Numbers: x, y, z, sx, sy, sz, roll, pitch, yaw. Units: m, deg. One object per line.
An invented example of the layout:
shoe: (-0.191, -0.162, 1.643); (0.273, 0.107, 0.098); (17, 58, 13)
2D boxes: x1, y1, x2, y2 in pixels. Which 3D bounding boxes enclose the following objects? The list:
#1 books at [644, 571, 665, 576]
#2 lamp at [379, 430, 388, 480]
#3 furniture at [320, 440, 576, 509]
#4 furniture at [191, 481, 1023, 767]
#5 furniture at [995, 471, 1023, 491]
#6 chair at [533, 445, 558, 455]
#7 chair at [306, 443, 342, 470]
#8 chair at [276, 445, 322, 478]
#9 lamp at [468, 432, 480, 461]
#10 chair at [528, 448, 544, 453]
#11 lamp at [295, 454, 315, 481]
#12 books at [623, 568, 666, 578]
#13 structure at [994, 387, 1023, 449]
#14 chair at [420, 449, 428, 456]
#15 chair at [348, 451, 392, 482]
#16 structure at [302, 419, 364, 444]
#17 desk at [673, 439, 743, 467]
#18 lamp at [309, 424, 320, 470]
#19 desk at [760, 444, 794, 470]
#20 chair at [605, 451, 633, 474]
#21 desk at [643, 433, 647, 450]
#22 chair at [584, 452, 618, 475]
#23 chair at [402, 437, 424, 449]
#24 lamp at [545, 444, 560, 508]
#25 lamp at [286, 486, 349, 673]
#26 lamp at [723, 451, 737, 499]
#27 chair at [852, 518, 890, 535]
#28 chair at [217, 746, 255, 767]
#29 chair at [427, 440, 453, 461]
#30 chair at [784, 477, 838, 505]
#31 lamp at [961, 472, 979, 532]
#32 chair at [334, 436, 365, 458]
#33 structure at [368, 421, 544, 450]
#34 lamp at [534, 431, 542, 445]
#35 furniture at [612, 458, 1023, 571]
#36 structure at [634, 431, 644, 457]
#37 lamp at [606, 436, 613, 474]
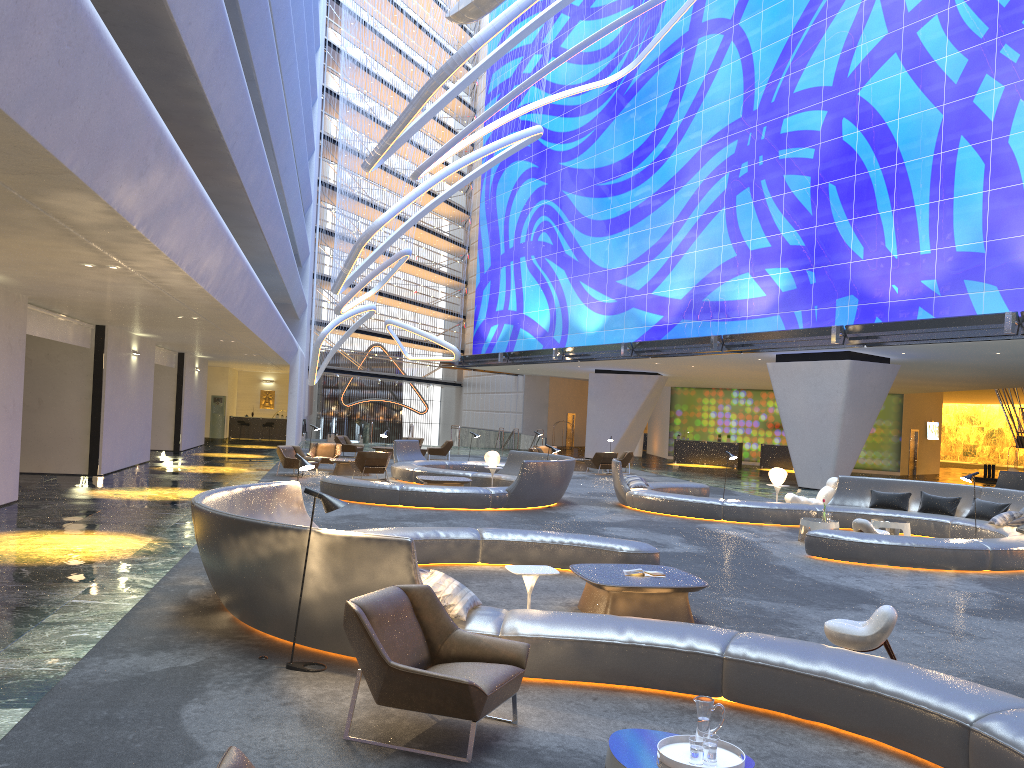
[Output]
books: (1.385, 1.839, 8.599); (0.133, 0.012, 0.189); (4, -2, -21)
lamp: (-3.297, 1.841, 22.884); (0.202, 1.300, 0.384); (3, 0, 5)
furniture: (-1.006, 2.049, 21.582); (5.184, 0.969, 9.933); (3, -2, 6)
furniture: (0.162, 1.600, 6.484); (5.187, 0.969, 9.927); (3, -2, -15)
furniture: (17.435, 3.126, 26.131); (9.924, 0.969, 5.189); (3, -2, 6)
chair: (1.228, 2.660, 32.487); (0.929, 0.766, 0.939); (3, -1, -5)
chair: (-5.378, 2.092, 25.435); (0.929, 0.766, 0.939); (3, -1, -5)
chair: (-5.540, 1.999, 22.904); (0.938, 0.766, 0.930); (2, -1, 22)
lamp: (-1.158, 2.062, 26.255); (0.384, 1.300, 0.202); (3, 0, 6)
chair: (1.066, 2.567, 29.956); (0.938, 0.766, 0.930); (2, -1, 22)
lamp: (-2.452, 1.459, 10.220); (0.384, 1.300, 0.202); (3, 0, 38)
books: (1.286, 1.829, 8.619); (0.395, 0.039, 0.301); (3, -2, 3)
structure: (27.240, 1.484, 31.170); (11.986, 6.246, 16.491); (3, -2, -11)
chair: (-3.614, 2.381, 31.425); (0.929, 0.766, 0.940); (2, -1, 40)
chair: (-3.602, 2.086, 22.594); (0.930, 0.766, 0.938); (3, -1, -28)
structure: (-11.078, 6.186, 54.059); (3.017, 8.237, 19.830); (3, -2, -11)
desk: (9.004, 3.165, 40.758); (2.975, 1.097, 0.814); (2, -1, 27)
lamp: (-5.709, 1.805, 25.424); (0.384, 1.300, 0.202); (3, 0, 6)
desk: (12.828, 3.336, 40.112); (2.975, 1.097, 0.814); (2, -1, 25)
chair: (3.738, 2.743, 31.199); (0.939, 0.766, 0.930); (3, -1, -3)
desk: (8.097, 3.656, 56.750); (2.975, 1.097, 0.814); (2, -1, 27)
chair: (3.004, 2.654, 29.646); (0.930, 0.766, 0.938); (3, -1, -28)
chair: (-3.946, 2.463, 34.357); (0.929, 0.766, 0.939); (3, -1, 16)
lamp: (0.783, 1.890, 18.237); (0.384, 1.300, 0.202); (3, 0, 6)
lamp: (-1.381, 1.382, 6.306); (0.384, 1.300, 0.202); (3, 0, -12)
lamp: (4.807, 2.141, 19.679); (0.202, 1.300, 0.384); (3, 0, -36)
chair: (6.097, 2.436, 14.575); (0.585, 0.501, 1.786); (2, -2, 43)
chair: (-0.416, 1.584, 2.862); (0.929, 0.766, 0.940); (2, -1, 38)
chair: (-2.707, 2.485, 33.168); (0.939, 0.766, 0.929); (3, -1, -9)
chair: (6.416, 2.402, 18.760); (1.157, 0.882, 0.729); (3, -1, 8)
lamp: (7.822, 2.140, 15.132); (0.384, 1.300, 0.202); (3, 0, -18)
chair: (-5.961, 2.296, 32.381); (0.938, 0.766, 0.930); (3, -1, 13)
structure: (-4.865, 6.587, 55.752); (9.307, 8.398, 19.735); (3, -2, -11)
lamp: (0.898, 2.374, 32.476); (0.384, 1.300, 0.202); (3, 0, 6)
furniture: (5.585, 2.229, 17.107); (5.188, 0.969, 9.926); (4, -2, -19)
structure: (6.632, 2.756, 46.241); (1.023, 2.051, 0.772); (3, 0, -33)
lamp: (3.309, 2.409, 29.936); (0.202, 1.300, 0.384); (3, 0, 5)
